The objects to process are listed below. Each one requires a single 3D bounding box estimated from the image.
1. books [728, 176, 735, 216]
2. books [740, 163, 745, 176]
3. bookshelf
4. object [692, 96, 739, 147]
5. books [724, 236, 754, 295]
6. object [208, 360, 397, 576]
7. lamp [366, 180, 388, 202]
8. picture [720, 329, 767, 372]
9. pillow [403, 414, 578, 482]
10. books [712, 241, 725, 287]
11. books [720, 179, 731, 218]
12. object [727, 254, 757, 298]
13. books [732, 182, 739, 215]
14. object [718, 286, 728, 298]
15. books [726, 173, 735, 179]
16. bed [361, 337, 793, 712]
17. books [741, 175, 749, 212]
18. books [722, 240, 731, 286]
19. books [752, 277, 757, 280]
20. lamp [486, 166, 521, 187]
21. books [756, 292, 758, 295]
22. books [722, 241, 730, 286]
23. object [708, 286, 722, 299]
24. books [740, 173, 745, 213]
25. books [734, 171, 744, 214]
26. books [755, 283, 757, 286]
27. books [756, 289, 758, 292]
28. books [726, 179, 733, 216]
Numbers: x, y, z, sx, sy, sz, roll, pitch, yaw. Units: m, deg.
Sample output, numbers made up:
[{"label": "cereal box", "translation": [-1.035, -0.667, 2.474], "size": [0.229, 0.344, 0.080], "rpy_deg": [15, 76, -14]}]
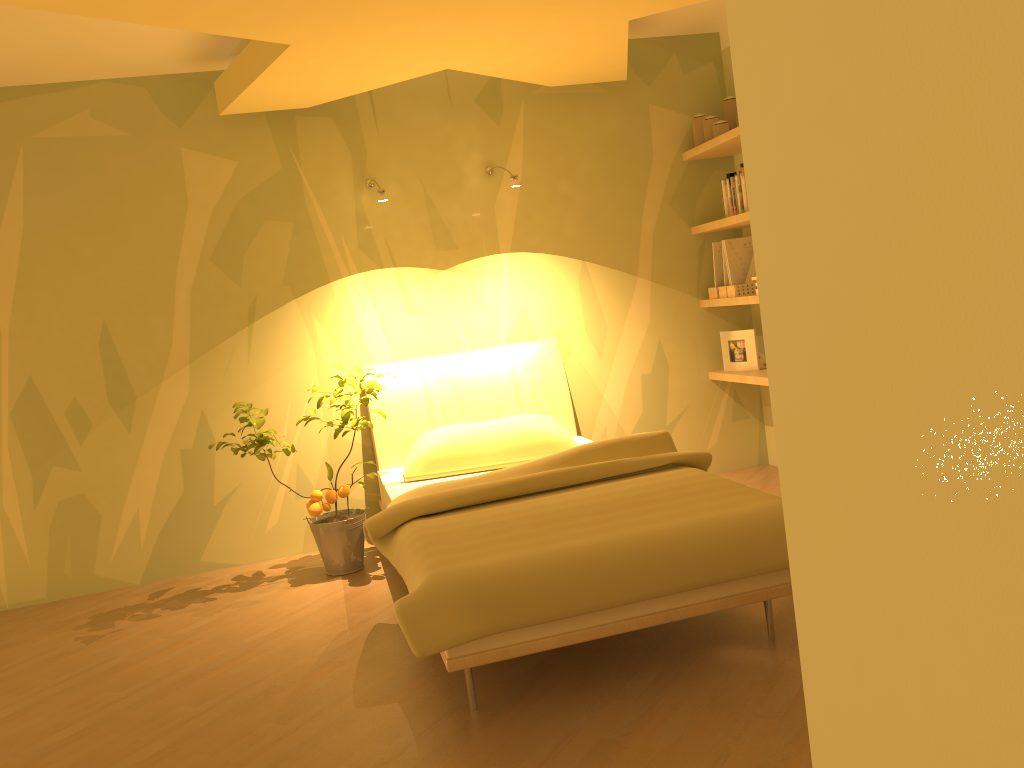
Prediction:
[{"label": "books", "translation": [1.187, -0.957, 4.514], "size": [0.157, 0.203, 0.032], "rpy_deg": [-9, 5, -12]}, {"label": "books", "translation": [1.214, -0.972, 4.381], "size": [0.157, 0.247, 0.021], "rpy_deg": [-9, 5, -12]}, {"label": "bookshelf", "translation": [1.443, -0.589, 3.630], "size": [0.300, 1.240, 2.605], "rpy_deg": [-9, 5, -12]}, {"label": "object", "translation": [1.092, -1.372, 4.618], "size": [0.234, 0.229, 0.349], "rpy_deg": [-9, 5, -11]}, {"label": "books", "translation": [1.221, -0.614, 4.602], "size": [0.210, 0.296, 0.043], "rpy_deg": [-9, 5, -12]}, {"label": "object", "translation": [-0.899, 0.399, 3.980], "size": [0.828, 0.944, 0.372], "rpy_deg": [-10, 5, -19]}, {"label": "lamp", "translation": [-0.644, -0.921, 4.198], "size": [0.050, 0.178, 0.533], "rpy_deg": [-9, 5, -12]}, {"label": "picture", "translation": [1.245, -0.184, 4.758], "size": [0.131, 0.219, 0.247], "rpy_deg": [-11, 6, -35]}, {"label": "pillow", "translation": [-0.106, 0.286, 4.125], "size": [0.801, 0.213, 0.482], "rpy_deg": [-8, 5, -2]}, {"label": "books", "translation": [1.181, -0.623, 4.776], "size": [0.214, 0.297, 0.048], "rpy_deg": [-10, 5, -18]}, {"label": "books", "translation": [1.167, -0.962, 4.602], "size": [0.157, 0.203, 0.040], "rpy_deg": [-9, 5, -12]}, {"label": "object", "translation": [1.228, -0.592, 4.584], "size": [0.236, 0.259, 0.087], "rpy_deg": [-9, 5, -12]}, {"label": "books", "translation": [1.195, -0.941, 4.490], "size": [0.157, 0.172, 0.021], "rpy_deg": [-9, 5, -12]}, {"label": "object", "translation": [1.207, -0.598, 4.678], "size": [0.236, 0.259, 0.087], "rpy_deg": [-9, 5, -12]}, {"label": "books", "translation": [1.182, -0.974, 4.568], "size": [0.138, 0.229, 0.032], "rpy_deg": [-9, 5, -12]}, {"label": "bed", "translation": [0.041, 0.341, 3.447], "size": [1.286, 0.894, 2.378], "rpy_deg": [-9, 5, -12]}, {"label": "books", "translation": [1.216, -0.938, 4.357], "size": [0.173, 0.184, 0.032], "rpy_deg": [-9, 5, -12]}, {"label": "books", "translation": [1.215, -0.613, 4.610], "size": [0.210, 0.296, 0.036], "rpy_deg": [-9, 5, -12]}, {"label": "books", "translation": [1.313, -0.526, 4.235], "size": [0.270, 0.015, 0.190], "rpy_deg": [-9, 5, -15]}, {"label": "lamp", "translation": [-0.047, -1.017, 4.329], "size": [0.050, 0.178, 0.533], "rpy_deg": [-9, 5, -12]}, {"label": "books", "translation": [1.335, -0.453, 4.234], "size": [0.270, 0.015, 0.190], "rpy_deg": [-9, 5, -13]}, {"label": "books", "translation": [1.207, -0.616, 4.653], "size": [0.214, 0.297, 0.048], "rpy_deg": [-9, 5, -12]}, {"label": "object", "translation": [1.178, -0.604, 4.800], "size": [0.236, 0.259, 0.087], "rpy_deg": [-10, 5, -18]}, {"label": "books", "translation": [1.214, -0.951, 4.402], "size": [0.155, 0.203, 0.017], "rpy_deg": [-9, 5, -12]}, {"label": "books", "translation": [1.201, -0.959, 4.427], "size": [0.166, 0.217, 0.038], "rpy_deg": [-9, 5, -12]}, {"label": "books", "translation": [1.328, -0.496, 4.222], "size": [0.270, 0.015, 0.190], "rpy_deg": [-9, 5, -13]}, {"label": "books", "translation": [1.333, -0.468, 4.232], "size": [0.270, 0.015, 0.190], "rpy_deg": [-9, 5, -16]}, {"label": "books", "translation": [1.181, -0.956, 4.541], "size": [0.157, 0.198, 0.022], "rpy_deg": [-9, 5, -12]}]
